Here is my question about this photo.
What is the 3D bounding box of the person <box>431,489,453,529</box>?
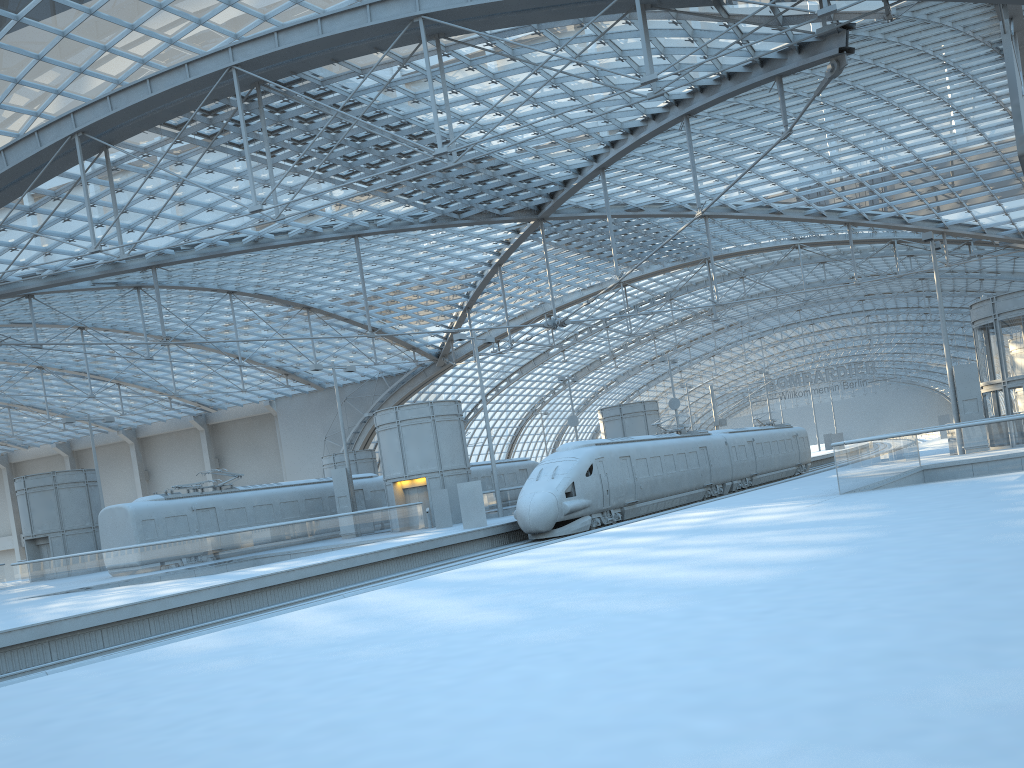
[{"bbox_3d":[-2.852,5.111,35.841,0.713,1.617,0.001,-8,1,11],"label":"person"}]

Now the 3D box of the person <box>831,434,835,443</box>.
[{"bbox_3d":[34.071,6.039,92.139,0.883,1.710,0.001,-9,1,31],"label":"person"}]

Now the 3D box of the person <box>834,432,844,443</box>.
[{"bbox_3d":[33.048,5.799,88.612,0.834,1.737,0.001,-9,1,31],"label":"person"}]

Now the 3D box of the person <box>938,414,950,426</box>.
[{"bbox_3d":[32.145,3.179,65.154,0.001,1.804,0.909,-9,0,-34],"label":"person"}]

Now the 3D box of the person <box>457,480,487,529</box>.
[{"bbox_3d":[-1.408,4.354,31.540,0.877,1.710,0.001,-8,1,6],"label":"person"}]

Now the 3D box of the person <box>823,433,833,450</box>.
[{"bbox_3d":[34.748,6.393,96.657,0.907,1.804,0.001,-9,1,26],"label":"person"}]

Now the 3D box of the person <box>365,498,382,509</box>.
[{"bbox_3d":[-6.856,6.646,44.322,0.829,1.737,0.001,-8,1,6],"label":"person"}]
